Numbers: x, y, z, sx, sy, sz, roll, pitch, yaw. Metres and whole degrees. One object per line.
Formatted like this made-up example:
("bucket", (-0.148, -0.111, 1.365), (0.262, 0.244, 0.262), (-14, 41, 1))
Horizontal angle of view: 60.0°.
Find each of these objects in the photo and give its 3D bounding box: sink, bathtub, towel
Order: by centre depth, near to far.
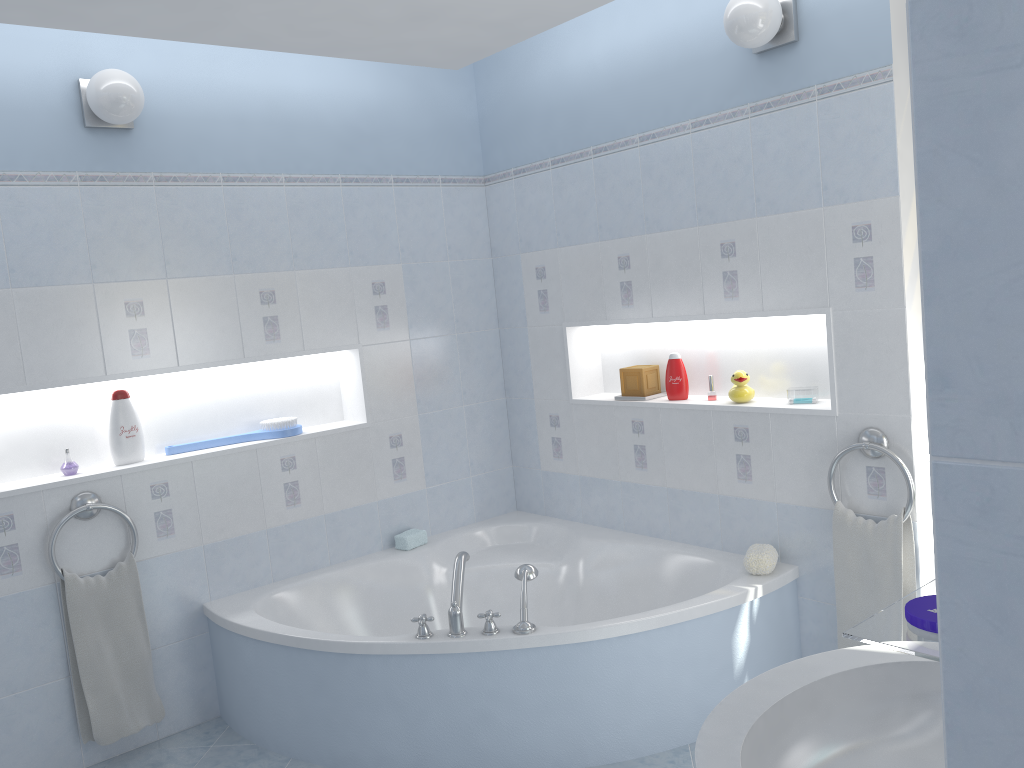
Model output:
("sink", (0.555, 0.570, 1.208), (0.634, 0.489, 0.533), (-10, 7, -39))
("towel", (1.166, 0.692, 2.838), (0.083, 0.635, 0.280), (-10, 7, -38))
("towel", (-1.385, 0.918, 3.084), (0.280, 0.634, 0.101), (-11, 8, -41))
("bathtub", (-0.072, 0.864, 3.249), (1.578, 0.670, 1.596), (-10, 7, -39))

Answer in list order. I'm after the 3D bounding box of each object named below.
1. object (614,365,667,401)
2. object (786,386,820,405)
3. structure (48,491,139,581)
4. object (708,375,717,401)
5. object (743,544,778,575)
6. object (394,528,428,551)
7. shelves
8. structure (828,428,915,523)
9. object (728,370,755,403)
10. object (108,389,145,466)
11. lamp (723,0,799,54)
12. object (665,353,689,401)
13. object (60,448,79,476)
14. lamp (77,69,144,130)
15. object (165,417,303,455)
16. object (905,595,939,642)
("object", (0.534, -0.008, 3.690), (0.160, 0.130, 0.160), (-11, 8, -44))
("object", (1.026, 0.040, 3.124), (0.102, 0.053, 0.072), (-3, 6, 26))
("structure", (-1.449, 0.536, 3.066), (0.291, 0.332, 0.051), (-10, 7, -39))
("object", (0.769, 0.015, 3.415), (0.030, 0.096, 0.030), (-3, 6, 23))
("object", (0.870, 0.612, 3.098), (0.105, 0.077, 0.165), (-3, 6, 22))
("object", (-0.438, 0.674, 3.846), (0.081, 0.059, 0.128), (-1, 7, 38))
("shelves", (0.632, 0.231, 1.040), (0.620, 0.045, 0.170), (-10, 7, -39))
("structure", (1.142, 0.306, 2.818), (0.051, 0.332, 0.291), (-10, 7, -39))
("object", (0.848, 0.007, 3.285), (0.095, 0.122, 0.132), (-4, 6, 16))
("object", (-1.421, 0.157, 3.254), (0.063, 0.276, 0.134), (-1, 7, 39))
("lamp", (0.775, -1.161, 2.817), (0.216, 0.180, 0.180), (-10, 7, -39))
("object", (0.651, -0.029, 3.513), (0.092, 0.190, 0.044), (-3, 6, 25))
("object", (-1.562, 0.274, 3.125), (0.059, 0.094, 0.059), (0, 8, 45))
("lamp", (-1.351, -0.971, 3.012), (0.180, 0.180, 0.216), (-10, 7, -39))
("object", (-1.110, 0.201, 3.547), (0.534, 0.065, 0.172), (-8, 6, -24))
("object", (0.442, 0.237, 0.895), (0.083, 0.020, 0.083), (-9, 7, -31))
